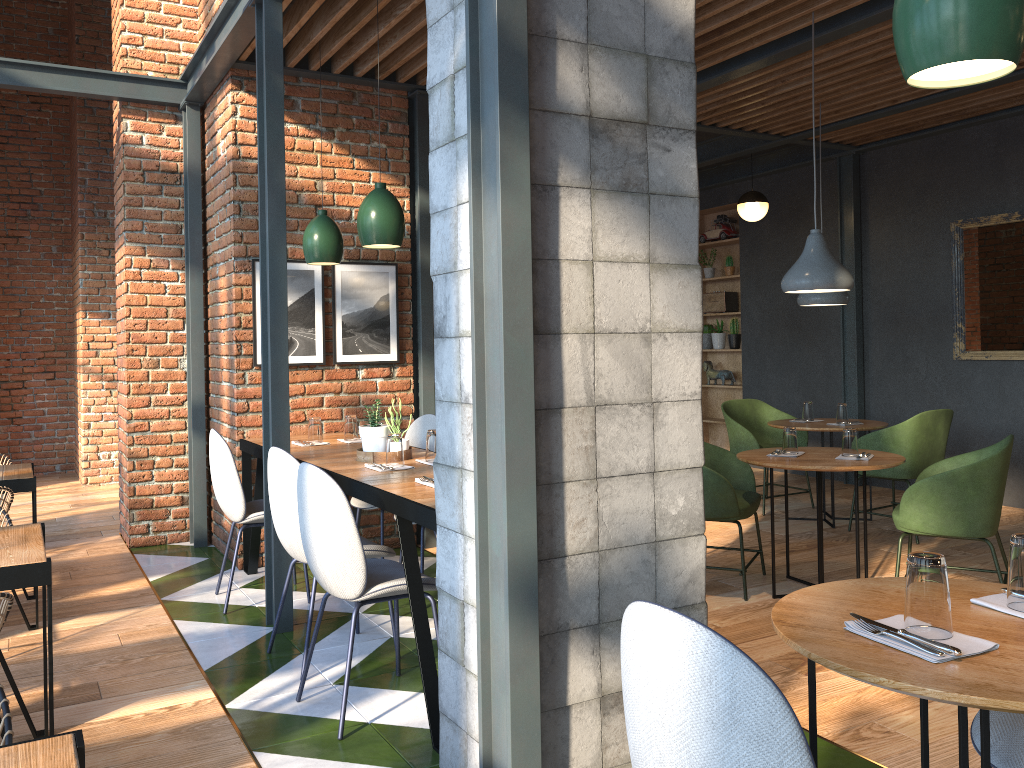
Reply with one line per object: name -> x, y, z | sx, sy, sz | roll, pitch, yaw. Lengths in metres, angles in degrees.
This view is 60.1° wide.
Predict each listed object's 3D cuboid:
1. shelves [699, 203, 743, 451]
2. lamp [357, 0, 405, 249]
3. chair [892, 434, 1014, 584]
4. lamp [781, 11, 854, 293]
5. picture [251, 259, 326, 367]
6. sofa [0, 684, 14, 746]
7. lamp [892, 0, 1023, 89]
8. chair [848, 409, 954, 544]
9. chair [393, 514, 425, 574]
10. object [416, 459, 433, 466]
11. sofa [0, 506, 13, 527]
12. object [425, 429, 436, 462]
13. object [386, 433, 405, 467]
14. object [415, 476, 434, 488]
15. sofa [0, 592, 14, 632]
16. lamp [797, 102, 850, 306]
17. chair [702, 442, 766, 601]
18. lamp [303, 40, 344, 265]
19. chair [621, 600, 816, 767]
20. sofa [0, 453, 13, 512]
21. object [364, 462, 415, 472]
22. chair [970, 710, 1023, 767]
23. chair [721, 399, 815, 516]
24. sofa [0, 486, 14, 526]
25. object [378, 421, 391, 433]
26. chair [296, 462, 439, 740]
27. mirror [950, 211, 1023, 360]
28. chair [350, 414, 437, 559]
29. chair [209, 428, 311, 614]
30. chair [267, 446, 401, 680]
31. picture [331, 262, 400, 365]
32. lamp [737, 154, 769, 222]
shelves -> 2.263, -0.522, 9.491 | 0.284, 2.707, 0.835 | -1, 0, -29
lamp -> -0.631, -1.654, 4.157 | 0.224, 2.022, 0.224 | -1, 0, -26
chair -> 2.081, 0.646, 4.170 | 0.515, 0.819, 0.639 | -1, 1, 31
lamp -> 1.512, -2.716, 4.524 | 0.353, 4.491, 0.353 | -1, 0, 6
picture -> -1.327, -0.423, 5.277 | 0.430, 0.631, 0.015 | -1, 0, -29
sofa -> -1.315, 0.879, 1.236 | 1.092, 0.733, 0.470 | -2, 1, -29
lamp -> 0.797, -1.573, 1.617 | 0.224, 2.022, 0.224 | -1, 0, -26
chair -> 2.578, 0.566, 5.831 | 0.639, 0.819, 0.515 | -2, 1, -34
chair -> -0.349, 0.641, 4.564 | 0.508, 0.888, 0.418 | -1, 0, -23
object -> -0.311, 0.337, 3.897 | 0.157, 0.019, 0.243 | -2, 3, -29
sofa -> -2.249, 0.826, 2.897 | 1.092, 0.733, 0.470 | -2, 1, -29
object -> -0.343, 0.271, 3.904 | 0.080, 0.138, 0.080 | -1, 0, 24
object -> -0.498, 0.280, 3.767 | 0.080, 0.138, 0.080 | -1, 0, -6
object -> -0.261, 0.361, 3.318 | 0.157, 0.019, 0.243 | -2, 3, -29
sofa -> -1.696, 0.857, 1.913 | 1.092, 0.733, 0.470 | -2, 1, -29
lamp -> 2.167, -2.804, 6.302 | 0.353, 4.491, 0.353 | -1, 0, 6
chair -> 1.040, 0.644, 4.695 | 0.515, 0.819, 0.639 | -1, 1, 26
lamp -> -1.068, -1.679, 4.934 | 0.224, 2.022, 0.224 | -1, 0, -26
chair -> 0.436, 0.761, 1.409 | 0.508, 0.888, 0.418 | -1, 0, -28
sofa -> -3.193, 0.773, 4.576 | 1.092, 0.733, 0.470 | -2, 1, -29
object -> -0.528, 0.347, 3.774 | 0.157, 0.019, 0.243 | -2, 3, -29
chair -> 1.228, 0.728, 1.818 | 0.508, 0.888, 0.418 | -1, 0, -23
chair -> 1.939, 0.537, 6.806 | 0.639, 0.819, 0.515 | -1, 1, -29
sofa -> -2.640, 0.804, 3.592 | 1.092, 0.733, 0.470 | -2, 1, -29
object -> -0.636, 0.256, 4.392 | 0.080, 0.138, 0.080 | -1, 0, 34
chair -> -0.501, 0.703, 3.171 | 0.508, 0.888, 0.418 | -1, 0, -33
mirror -> 3.665, -0.724, 6.629 | 0.061, 1.086, 0.768 | -1, 0, -29
chair -> -0.652, 0.628, 5.021 | 0.508, 0.888, 0.418 | -1, 0, -33
chair -> -1.285, 0.659, 4.559 | 0.508, 0.888, 0.418 | -1, 0, -23
chair -> -0.748, 0.686, 3.690 | 0.508, 0.888, 0.418 | -1, 0, -33
picture -> -0.909, -0.441, 5.513 | 0.430, 0.631, 0.015 | -1, 0, -29
lamp -> 2.083, -3.324, 7.798 | 0.268, 3.795, 0.268 | -1, 0, 33
